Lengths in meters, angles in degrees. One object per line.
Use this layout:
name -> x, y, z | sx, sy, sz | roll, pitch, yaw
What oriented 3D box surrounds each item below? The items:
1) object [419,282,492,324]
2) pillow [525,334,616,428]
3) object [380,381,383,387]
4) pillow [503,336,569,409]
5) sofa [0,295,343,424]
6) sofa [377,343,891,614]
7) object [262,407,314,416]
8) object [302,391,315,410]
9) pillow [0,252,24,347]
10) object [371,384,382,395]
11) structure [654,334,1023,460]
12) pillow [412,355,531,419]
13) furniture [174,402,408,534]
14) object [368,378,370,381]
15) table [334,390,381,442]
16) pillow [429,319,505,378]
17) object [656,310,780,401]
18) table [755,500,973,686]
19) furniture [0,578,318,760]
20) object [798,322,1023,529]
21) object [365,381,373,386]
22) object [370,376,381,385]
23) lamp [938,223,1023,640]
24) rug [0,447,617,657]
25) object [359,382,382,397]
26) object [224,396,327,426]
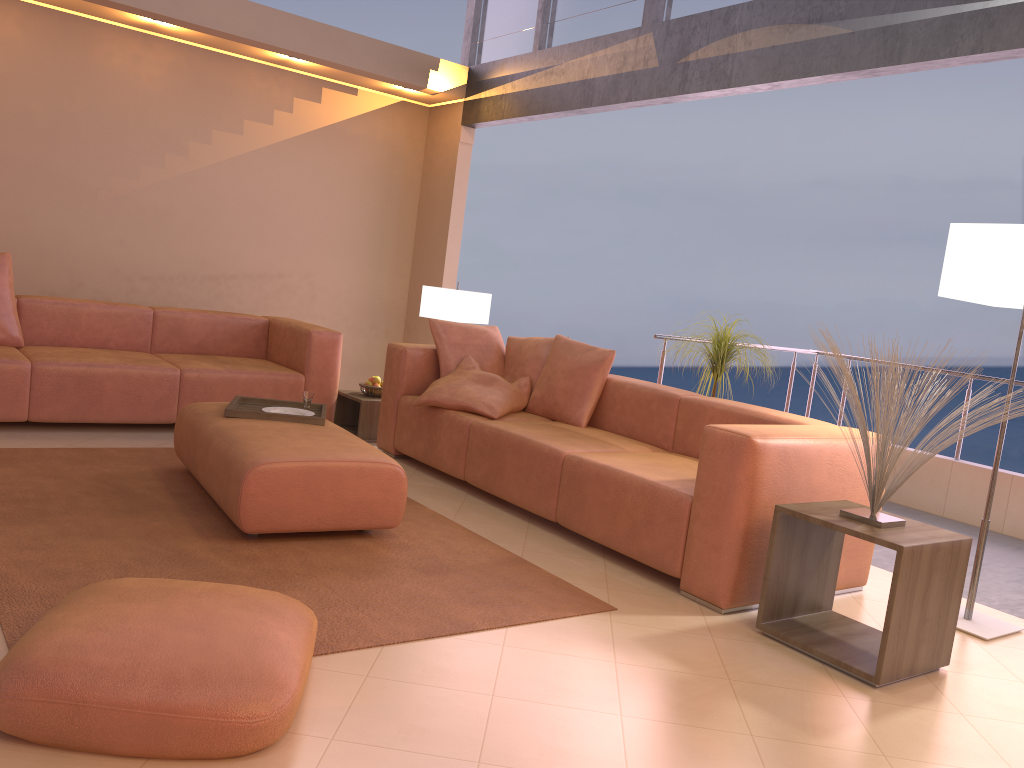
object -> -0.413, -0.303, 6.082 | 0.344, 0.799, 0.344 | 11, 7, 32
pillow -> 0.322, -0.018, 4.837 | 0.211, 0.468, 0.470 | 2, 8, -41
object -> -0.826, 0.007, 5.725 | 0.051, 0.053, 0.045 | 6, 6, -13
pillow -> 0.098, -0.082, 5.152 | 0.492, 0.446, 0.255 | 12, 7, 37
sofa -> -2.462, -0.134, 5.205 | 2.781, 0.672, 0.943 | 3, 7, -36
sofa -> 0.371, 0.302, 4.495 | 0.943, 0.672, 2.781 | 3, 7, -36
object -> -1.038, 0.136, 4.116 | 0.240, 0.018, 0.240 | 9, 6, 17
object -> -0.993, 0.086, 4.302 | 0.061, 0.091, 0.061 | 12, 8, 38
pillow -> -3.038, -0.486, 4.895 | 0.302, 0.528, 0.582 | 12, 7, 37
object -> -0.871, 0.035, 5.704 | 0.072, 0.076, 0.074 | 4, 7, -27
structure -> 2.683, 0.317, 4.297 | 1.663, 0.541, 4.176 | 3, 7, -36
pillow -> -0.201, 0.008, 4.896 | 0.517, 0.292, 0.514 | 10, 7, 22
furniture -> -1.025, 0.322, 3.928 | 0.685, 0.301, 1.291 | 4, 7, -31
object -> -0.913, -0.022, 5.783 | 0.047, 0.046, 0.054 | 12, 8, 39
table -> -0.693, 0.219, 5.934 | 0.918, 0.268, 0.412 | 3, 7, -36
pillow -> -0.227, -0.130, 5.279 | 0.519, 0.455, 0.314 | 2, 8, -40
object -> 1.169, 0.119, 5.187 | 0.703, 1.088, 0.729 | 10, 6, 22
table -> 1.167, 0.668, 2.965 | 0.415, 0.436, 0.469 | 3, 7, -36
furniture -> -0.827, 0.655, 2.166 | 0.659, 0.226, 0.699 | 7, 6, -7
object -> 1.304, 0.144, 2.958 | 0.700, 0.634, 0.703 | 8, 6, 10
object -> -0.923, 0.004, 5.711 | 0.055, 0.047, 0.045 | 11, 7, 30
object -> -0.884, -0.021, 5.738 | 0.069, 0.061, 0.068 | 9, 6, 15
lamp -> 1.880, 0.146, 3.386 | 0.454, 1.578, 0.454 | 3, 7, -36
rug -> -1.132, 0.544, 3.604 | 1.833, 0.005, 2.626 | 3, 7, -36
object -> -0.878, 0.042, 5.759 | 0.235, 0.071, 0.235 | 1, 8, -44
object -> -1.093, 0.122, 4.152 | 0.436, 0.034, 0.421 | 6, 6, -12
